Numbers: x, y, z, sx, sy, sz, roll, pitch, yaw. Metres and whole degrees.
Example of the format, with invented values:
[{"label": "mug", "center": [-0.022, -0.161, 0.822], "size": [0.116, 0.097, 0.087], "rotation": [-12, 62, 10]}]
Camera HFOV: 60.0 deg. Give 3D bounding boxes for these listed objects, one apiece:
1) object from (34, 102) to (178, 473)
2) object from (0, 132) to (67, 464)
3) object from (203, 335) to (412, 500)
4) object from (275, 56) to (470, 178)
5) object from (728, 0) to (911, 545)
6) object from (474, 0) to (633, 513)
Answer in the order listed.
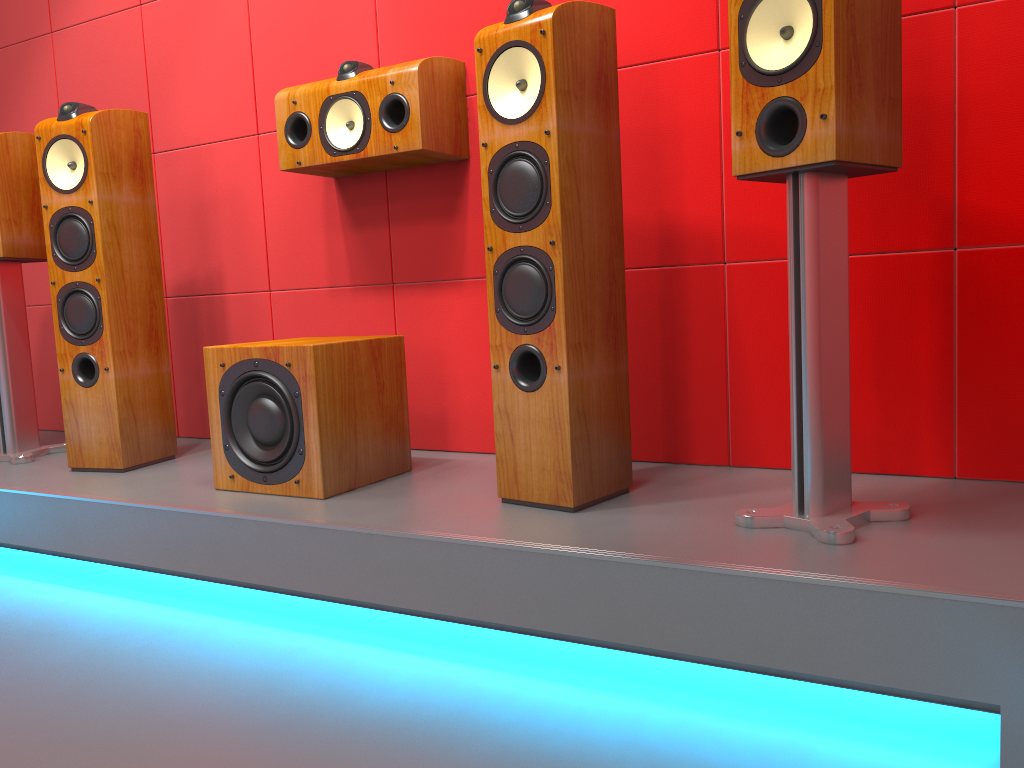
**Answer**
[{"label": "object", "center": [-1.192, -0.279, 2.612], "size": [0.203, 1.052, 0.238], "rotation": [-1, 6, 20]}, {"label": "object", "center": [-1.641, -0.285, 2.868], "size": [0.231, 1.058, 0.265], "rotation": [-2, 6, 10]}, {"label": "object", "center": [-0.517, 0.069, 2.268], "size": [0.360, 0.360, 0.360], "rotation": [0, 7, 30]}, {"label": "object", "center": [-0.395, -0.748, 2.469], "size": [0.493, 0.271, 0.235], "rotation": [0, 7, 30]}, {"label": "object", "center": [0.557, -0.269, 1.613], "size": [0.265, 1.058, 0.231], "rotation": [-8, 7, -40]}, {"label": "object", "center": [0.092, -0.273, 1.905], "size": [0.203, 1.052, 0.238], "rotation": [2, 7, 40]}]
